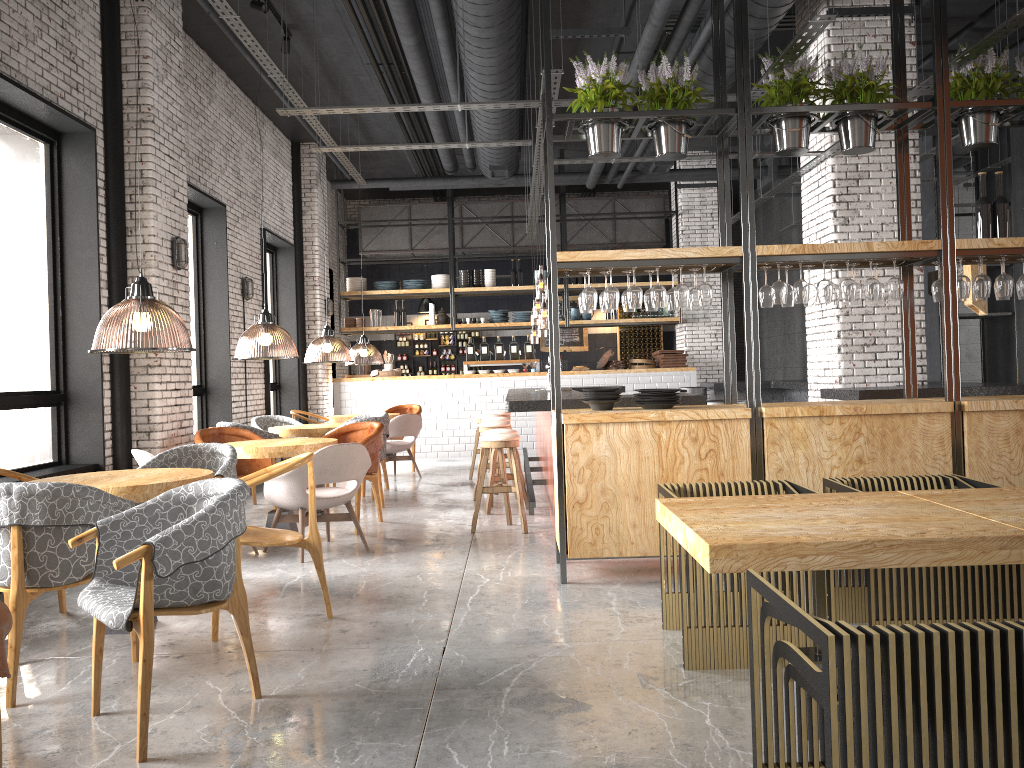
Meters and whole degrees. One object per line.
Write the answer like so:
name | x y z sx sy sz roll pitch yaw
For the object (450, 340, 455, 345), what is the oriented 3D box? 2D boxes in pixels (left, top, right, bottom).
object | -1.208 -0.847 17.962 0.092 0.108 0.105 -2 0 11

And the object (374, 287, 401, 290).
object | -2.105 -1.594 14.989 0.454 0.043 0.454 -2 1 3

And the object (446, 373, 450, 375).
object | -1.292 -0.171 17.956 0.092 0.108 0.105 -2 0 11

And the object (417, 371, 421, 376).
object | -1.884 -0.199 17.943 0.076 0.111 0.076 -2 0 -25

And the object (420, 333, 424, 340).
object | -1.825 -0.965 17.949 0.079 0.156 0.079 -2 0 -15

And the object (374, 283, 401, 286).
object | -2.107 -1.665 14.989 0.454 0.043 0.454 -2 1 6

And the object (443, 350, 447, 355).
object | -1.362 -0.646 17.973 0.090 0.101 0.111 -2 0 -34

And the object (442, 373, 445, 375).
object | -1.387 -0.170 17.955 0.092 0.112 0.100 -2 0 -14

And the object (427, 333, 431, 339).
object | -1.676 -1.055 17.969 0.079 0.281 0.079 -2 0 4

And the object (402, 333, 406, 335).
object | -2.189 -1.052 17.971 0.081 0.113 0.071 -2 0 1

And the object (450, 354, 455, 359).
object | -1.201 -0.555 17.962 0.092 0.112 0.100 -2 0 -14

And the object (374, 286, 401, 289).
object | -2.106 -1.618 14.989 0.454 0.044 0.454 -2 1 -5

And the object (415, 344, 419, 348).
object | -1.917 -0.768 17.947 0.070 0.083 0.071 -2 0 25

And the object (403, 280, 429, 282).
object | -1.619 -1.727 14.989 0.454 0.039 0.454 -2 1 20

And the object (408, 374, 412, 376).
object | -2.070 -0.143 17.970 0.090 0.101 0.111 -2 0 -34

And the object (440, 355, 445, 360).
object | -1.415 -0.548 17.962 0.119 0.111 0.085 -2 0 -31

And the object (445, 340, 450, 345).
object | -1.303 -0.846 17.961 0.092 0.112 0.100 -2 0 -14

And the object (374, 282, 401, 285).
object | -2.108 -1.689 14.990 0.454 0.047 0.454 -2 1 -3

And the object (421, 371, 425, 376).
object | -1.802 -0.201 17.945 0.076 0.111 0.076 -2 0 5

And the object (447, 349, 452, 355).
object | -1.263 -0.649 17.973 0.090 0.101 0.111 -2 0 -34

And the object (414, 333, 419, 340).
object | -1.933 -0.962 17.949 0.079 0.156 0.079 -2 0 30

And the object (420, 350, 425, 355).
object | -1.813 -0.637 17.960 0.089 0.108 0.106 -2 0 -39

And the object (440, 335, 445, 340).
object | -1.408 -0.944 17.962 0.092 0.112 0.100 -2 0 -14

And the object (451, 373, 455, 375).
object | -1.184 -0.174 17.955 0.089 0.108 0.106 -2 0 -39

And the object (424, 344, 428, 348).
object | -1.738 -0.773 17.947 0.071 0.083 0.071 -2 0 -10

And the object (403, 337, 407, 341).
object | -2.167 -0.915 17.948 0.070 0.083 0.071 -2 0 25

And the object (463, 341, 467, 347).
object | -0.952 -0.812 17.946 0.076 0.111 0.076 -2 0 -25

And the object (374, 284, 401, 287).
object | -2.106 -1.641 14.990 0.454 0.038 0.454 -2 1 -23

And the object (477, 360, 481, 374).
object | -0.672 -0.345 17.961 0.079 0.281 0.079 -2 0 4

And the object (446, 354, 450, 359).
object | -1.303 -0.547 17.972 0.090 0.101 0.111 -2 0 -34

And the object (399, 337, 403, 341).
object | -2.250 -0.912 17.949 0.071 0.083 0.071 -2 0 -10

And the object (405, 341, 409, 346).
object | -2.118 -0.820 17.950 0.076 0.111 0.076 -2 0 -5

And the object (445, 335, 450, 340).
object | -1.302 -0.945 17.962 0.089 0.108 0.106 -2 0 -39

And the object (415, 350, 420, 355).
object | -1.919 -0.636 17.960 0.092 0.112 0.100 -2 0 -14

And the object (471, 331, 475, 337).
object | -0.791 -1.082 17.967 0.079 0.281 0.079 -2 0 -26

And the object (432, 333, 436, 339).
object | -1.582 -1.058 17.968 0.079 0.281 0.079 -2 0 -21

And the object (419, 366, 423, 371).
object | -1.847 -0.311 17.947 0.076 0.111 0.076 -2 0 -5

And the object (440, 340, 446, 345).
object | -1.401 -0.841 17.962 0.089 0.108 0.106 -2 0 -39

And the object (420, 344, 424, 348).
object | -1.824 -0.771 17.947 0.071 0.083 0.071 -2 0 -10

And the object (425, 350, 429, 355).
object | -1.722 -0.640 17.961 0.092 0.108 0.105 -2 0 11

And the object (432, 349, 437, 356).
object | -1.563 -0.638 17.968 0.100 0.139 0.088 -2 0 1

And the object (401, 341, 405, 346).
object | -2.201 -0.817 17.948 0.076 0.111 0.076 -2 0 20

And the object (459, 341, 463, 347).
object | -1.040 -0.810 17.946 0.076 0.111 0.076 -2 0 25

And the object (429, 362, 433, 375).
object | -1.649 -0.314 17.960 0.079 0.281 0.079 -2 0 9

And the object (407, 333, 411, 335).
object | -2.098 -1.055 17.971 0.081 0.113 0.071 -2 0 1

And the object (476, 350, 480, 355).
object | -0.682 -0.650 17.959 0.089 0.108 0.106 -2 0 -39

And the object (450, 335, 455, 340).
object | -1.211 -0.948 17.963 0.092 0.108 0.105 -2 0 11

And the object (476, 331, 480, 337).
object | -0.697 -1.085 17.967 0.079 0.281 0.079 -2 0 -6

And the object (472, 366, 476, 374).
object | -0.763 -0.342 17.958 0.079 0.281 0.079 -2 0 19

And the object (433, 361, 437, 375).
object | -1.554 -0.317 17.960 0.079 0.281 0.079 -2 0 -31

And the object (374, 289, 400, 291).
object | -2.104 -1.570 14.989 0.454 0.033 0.454 -2 1 8

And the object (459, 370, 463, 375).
object | -1.026 -0.226 17.942 0.076 0.111 0.076 -2 0 -35

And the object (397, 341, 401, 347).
object | -2.283 -0.814 17.949 0.076 0.111 0.076 -2 0 10

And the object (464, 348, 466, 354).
object | -0.938 -0.667 17.966 0.081 0.113 0.071 -2 0 -1
